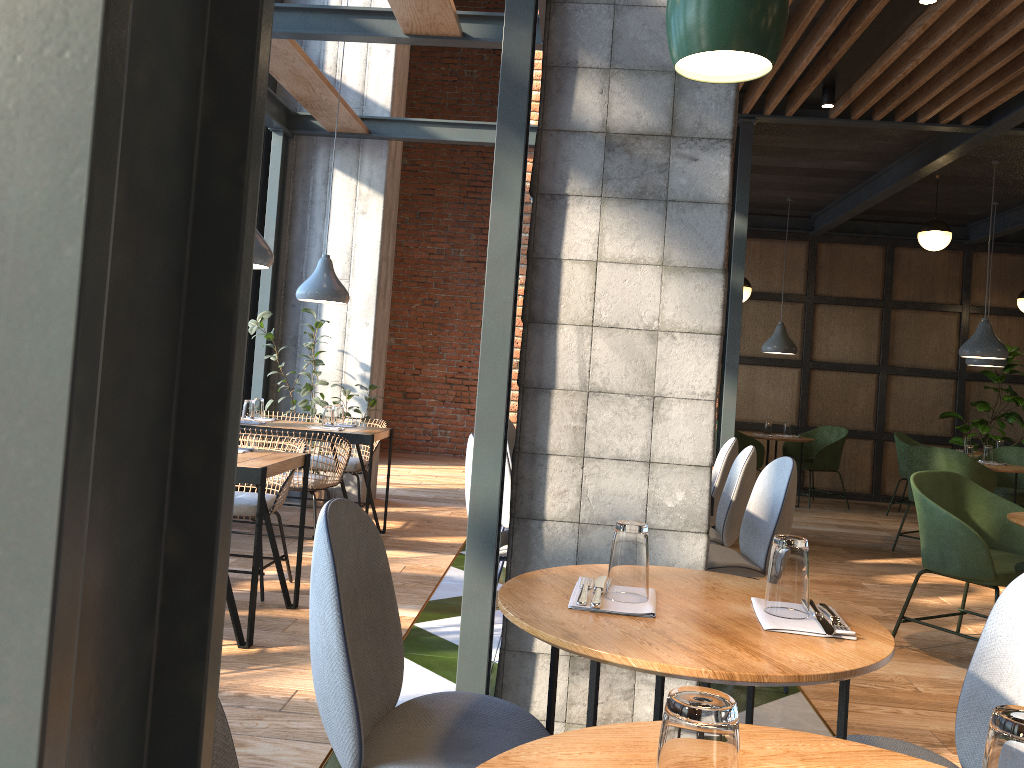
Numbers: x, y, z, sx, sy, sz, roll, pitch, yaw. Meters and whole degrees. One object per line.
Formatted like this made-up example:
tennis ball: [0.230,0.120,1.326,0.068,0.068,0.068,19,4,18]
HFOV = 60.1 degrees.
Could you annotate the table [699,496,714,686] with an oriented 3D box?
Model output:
table: [0.444,0.741,4.479,0.658,0.766,2.770,4,1,4]

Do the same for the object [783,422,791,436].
object: [2.795,0.458,8.998,0.080,0.138,0.080,4,-1,-17]

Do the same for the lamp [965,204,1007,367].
lamp: [4.689,-2.413,8.543,0.353,4.497,0.352,3,-2,39]

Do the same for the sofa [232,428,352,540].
sofa: [-1.523,0.606,5.186,1.092,0.734,0.470,4,-1,4]

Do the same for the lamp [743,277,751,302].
lamp: [2.257,-2.654,8.455,0.267,3.800,0.268,6,-3,-43]

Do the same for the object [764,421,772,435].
object: [2.555,0.443,8.841,0.080,0.138,0.080,4,-1,-17]

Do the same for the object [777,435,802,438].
object: [2.821,0.527,8.990,0.157,0.019,0.243,4,1,-30]

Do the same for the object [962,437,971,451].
object: [4.387,0.579,8.542,0.080,0.138,0.080,4,-1,-18]

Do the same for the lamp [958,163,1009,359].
lamp: [3.888,-2.447,7.083,0.353,4.497,0.352,3,-2,39]

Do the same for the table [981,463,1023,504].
table: [3.655,0.971,6.977,0.805,0.688,0.808,4,0,-45]

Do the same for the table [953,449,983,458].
table: [4.425,1.004,8.432,0.807,0.688,0.806,4,0,4]

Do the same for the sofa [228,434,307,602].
sofa: [-1.577,0.614,4.392,1.092,0.734,0.470,4,-1,4]

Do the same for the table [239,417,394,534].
table: [-1.486,0.613,5.747,1.271,0.707,0.657,4,-1,4]

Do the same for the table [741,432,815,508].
table: [2.611,0.866,8.939,0.808,0.688,0.805,4,0,44]

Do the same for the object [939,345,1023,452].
object: [5.011,0.481,9.065,1.058,1.797,0.720,4,-2,14]

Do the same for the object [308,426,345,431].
object: [-1.182,0.274,5.587,0.243,0.019,0.157,4,1,4]

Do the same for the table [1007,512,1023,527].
table: [2.468,0.938,3.622,0.808,0.688,0.805,4,0,34]

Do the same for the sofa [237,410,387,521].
sofa: [-1.446,0.594,6.312,1.092,0.734,0.470,4,-1,4]

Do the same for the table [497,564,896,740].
table: [0.296,0.784,1.613,0.700,0.748,0.698,4,-1,14]

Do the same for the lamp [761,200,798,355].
lamp: [2.862,-2.551,9.030,0.353,4.497,0.352,3,-2,39]

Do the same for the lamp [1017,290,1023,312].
lamp: [5.359,-2.591,8.967,0.267,3.800,0.268,6,-3,-43]

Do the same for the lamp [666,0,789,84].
lamp: [0.466,-1.600,1.690,0.224,2.025,0.223,4,-2,7]

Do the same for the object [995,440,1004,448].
object: [4.588,0.597,8.336,0.080,0.138,0.080,4,-1,12]

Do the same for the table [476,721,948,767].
table: [0.236,0.793,0.724,0.698,0.748,0.700,5,-1,-44]

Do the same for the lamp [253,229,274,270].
lamp: [-1.037,-2.749,3.838,0.352,4.497,0.353,5,-2,-34]

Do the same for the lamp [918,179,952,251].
lamp: [3.775,-3.042,7.706,0.268,3.800,0.268,5,-2,-17]

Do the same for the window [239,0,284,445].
window: [-2.265,-2.253,2.813,0.127,5.606,8.712,4,0,4]

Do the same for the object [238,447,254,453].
object: [-1.279,0.291,4.010,0.243,0.019,0.157,4,1,6]

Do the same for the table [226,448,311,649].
table: [-1.616,0.633,3.830,1.271,0.707,0.657,4,-1,4]

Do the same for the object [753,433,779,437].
object: [2.524,0.508,8.838,0.157,0.019,0.243,4,1,-30]

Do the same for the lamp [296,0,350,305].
lamp: [-1.101,-2.787,5.966,0.353,4.497,0.352,3,-2,39]

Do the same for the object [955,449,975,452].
object: [4.376,0.644,8.566,0.242,0.019,0.157,3,1,-41]
